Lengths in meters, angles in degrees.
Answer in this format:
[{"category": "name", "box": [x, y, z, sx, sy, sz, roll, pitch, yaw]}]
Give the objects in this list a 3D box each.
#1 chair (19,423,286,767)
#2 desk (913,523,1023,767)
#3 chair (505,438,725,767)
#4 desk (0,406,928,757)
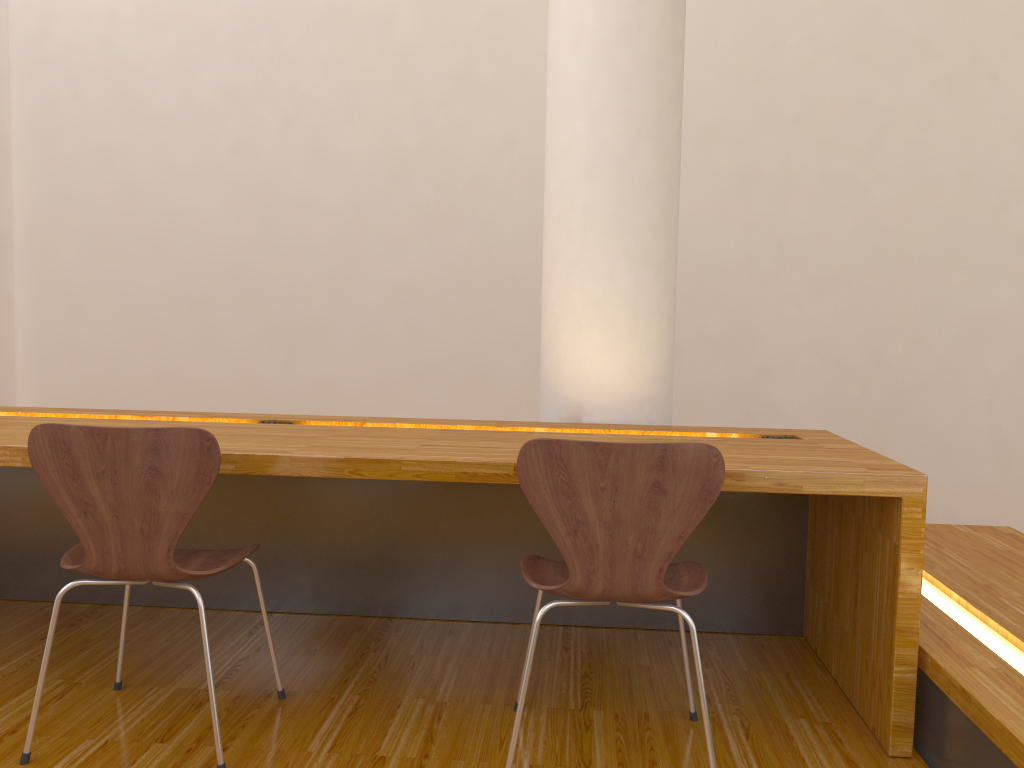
[{"category": "chair", "box": [-0.759, 0.413, 1.928, 0.428, 0.693, 0.381, 1, 4, 4]}, {"category": "desk", "box": [1.224, 0.900, 1.550, 0.760, 0.606, 3.185, 1, 4, 4]}, {"category": "chair", "box": [0.210, 0.439, 1.856, 0.428, 0.693, 0.381, 1, 4, 4]}, {"category": "desk", "box": [-0.703, 0.422, 2.352, 3.185, 0.606, 0.760, 1, 4, 4]}]
